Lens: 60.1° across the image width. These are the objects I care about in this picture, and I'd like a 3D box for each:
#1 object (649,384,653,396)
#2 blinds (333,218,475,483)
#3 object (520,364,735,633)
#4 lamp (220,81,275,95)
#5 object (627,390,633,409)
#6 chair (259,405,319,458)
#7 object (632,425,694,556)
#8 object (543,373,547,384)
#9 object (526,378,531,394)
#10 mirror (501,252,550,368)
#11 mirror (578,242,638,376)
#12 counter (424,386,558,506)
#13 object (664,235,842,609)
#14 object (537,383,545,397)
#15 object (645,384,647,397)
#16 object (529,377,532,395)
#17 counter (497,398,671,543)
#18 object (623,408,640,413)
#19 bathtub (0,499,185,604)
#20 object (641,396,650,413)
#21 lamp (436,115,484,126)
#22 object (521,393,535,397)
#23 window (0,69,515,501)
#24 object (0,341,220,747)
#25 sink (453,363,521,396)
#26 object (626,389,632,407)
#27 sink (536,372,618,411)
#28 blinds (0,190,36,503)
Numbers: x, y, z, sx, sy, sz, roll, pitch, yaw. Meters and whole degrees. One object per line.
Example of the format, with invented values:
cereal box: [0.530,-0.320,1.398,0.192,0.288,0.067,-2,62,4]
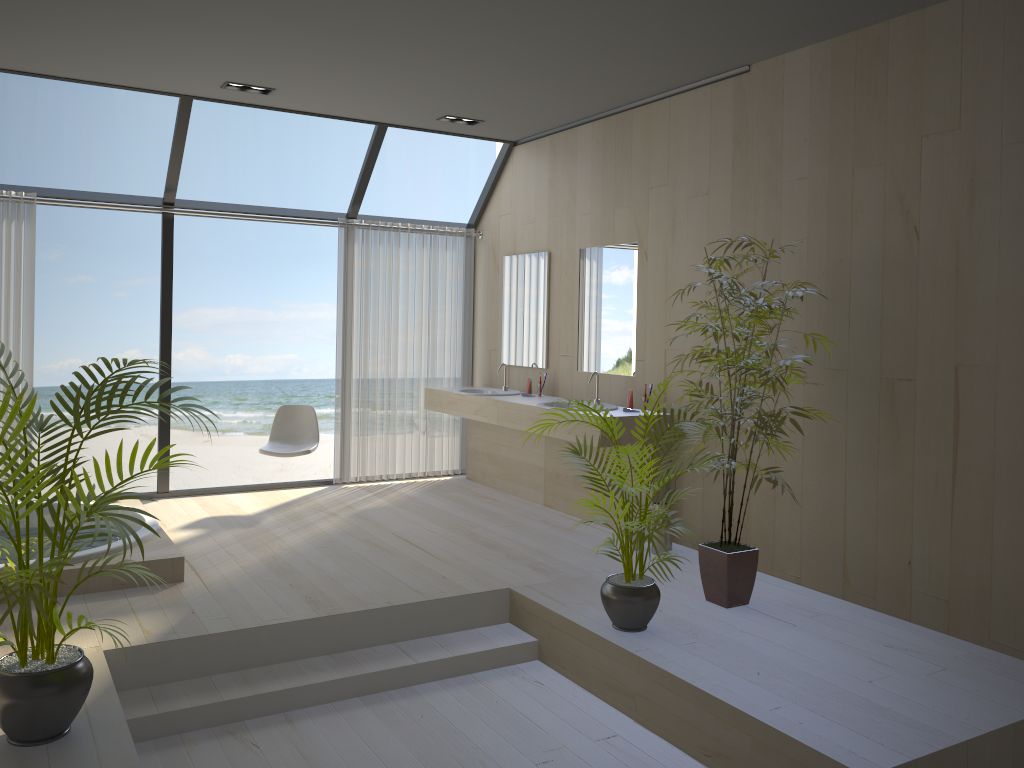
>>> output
object: [0.840,0.088,5.464,0.054,0.175,0.012,1,0,-5]
blinds: [-0.867,-0.268,7.201,1.182,2.069,0.084,0,1,-31]
object: [0.474,0.471,3.812,0.916,1.156,0.752,1,1,3]
lamp: [-1.661,-1.911,5.570,0.301,0.112,0.164,-1,3,-31]
object: [0.738,0.106,5.516,0.039,0.135,0.039,1,1,11]
chair: [-1.593,0.339,6.377,0.369,0.347,0.455,1,3,-2]
object: [0.910,0.607,5.206,0.407,0.748,0.274,0,1,-43]
object: [0.228,0.006,6.503,0.054,0.175,0.012,1,0,-5]
object: [0.126,0.024,6.555,0.039,0.135,0.039,1,1,18]
mirror: [0.099,-0.573,6.866,0.023,0.868,0.654,1,2,-31]
mirror: [0.649,-0.502,5.987,0.023,0.868,0.654,1,2,-31]
counter: [-0.176,0.459,6.822,0.550,0.790,1.207,0,3,-31]
object: [1.103,0.169,4.225,0.787,1.755,0.936,1,1,-6]
object: [0.211,0.047,6.502,0.058,0.100,0.058,1,1,-24]
object: [0.820,0.089,5.433,0.012,0.178,0.050,1,1,9]
object: [0.136,0.016,6.668,0.039,0.135,0.039,1,1,18]
counter: [0.437,0.542,5.783,0.550,0.790,1.207,0,3,-31]
object: [0.733,0.161,5.435,0.104,0.029,0.033,2,2,10]
bathtub: [-2.817,0.880,4.609,1.821,0.698,1.650,-1,4,-30]
object: [0.823,0.129,5.463,0.058,0.100,0.058,1,1,-20]
lamp: [-0.368,-1.936,6.332,0.301,0.112,0.164,-1,3,-31]
object: [0.121,0.078,6.474,0.104,0.029,0.033,2,2,10]
window: [-2.156,-0.570,6.210,4.560,2.812,0.746,-1,1,-31]
object: [-1.425,0.413,2.792,1.065,1.344,0.874,0,2,-42]
sink: [-0.191,0.048,6.765,0.504,0.419,0.575,0,3,-27]
object: [0.748,0.099,5.629,0.039,0.135,0.039,1,1,11]
sink: [0.422,0.131,5.726,0.504,0.419,0.575,0,3,-27]
blinds: [-3.670,-0.214,5.548,1.182,2.069,0.084,0,1,-31]
